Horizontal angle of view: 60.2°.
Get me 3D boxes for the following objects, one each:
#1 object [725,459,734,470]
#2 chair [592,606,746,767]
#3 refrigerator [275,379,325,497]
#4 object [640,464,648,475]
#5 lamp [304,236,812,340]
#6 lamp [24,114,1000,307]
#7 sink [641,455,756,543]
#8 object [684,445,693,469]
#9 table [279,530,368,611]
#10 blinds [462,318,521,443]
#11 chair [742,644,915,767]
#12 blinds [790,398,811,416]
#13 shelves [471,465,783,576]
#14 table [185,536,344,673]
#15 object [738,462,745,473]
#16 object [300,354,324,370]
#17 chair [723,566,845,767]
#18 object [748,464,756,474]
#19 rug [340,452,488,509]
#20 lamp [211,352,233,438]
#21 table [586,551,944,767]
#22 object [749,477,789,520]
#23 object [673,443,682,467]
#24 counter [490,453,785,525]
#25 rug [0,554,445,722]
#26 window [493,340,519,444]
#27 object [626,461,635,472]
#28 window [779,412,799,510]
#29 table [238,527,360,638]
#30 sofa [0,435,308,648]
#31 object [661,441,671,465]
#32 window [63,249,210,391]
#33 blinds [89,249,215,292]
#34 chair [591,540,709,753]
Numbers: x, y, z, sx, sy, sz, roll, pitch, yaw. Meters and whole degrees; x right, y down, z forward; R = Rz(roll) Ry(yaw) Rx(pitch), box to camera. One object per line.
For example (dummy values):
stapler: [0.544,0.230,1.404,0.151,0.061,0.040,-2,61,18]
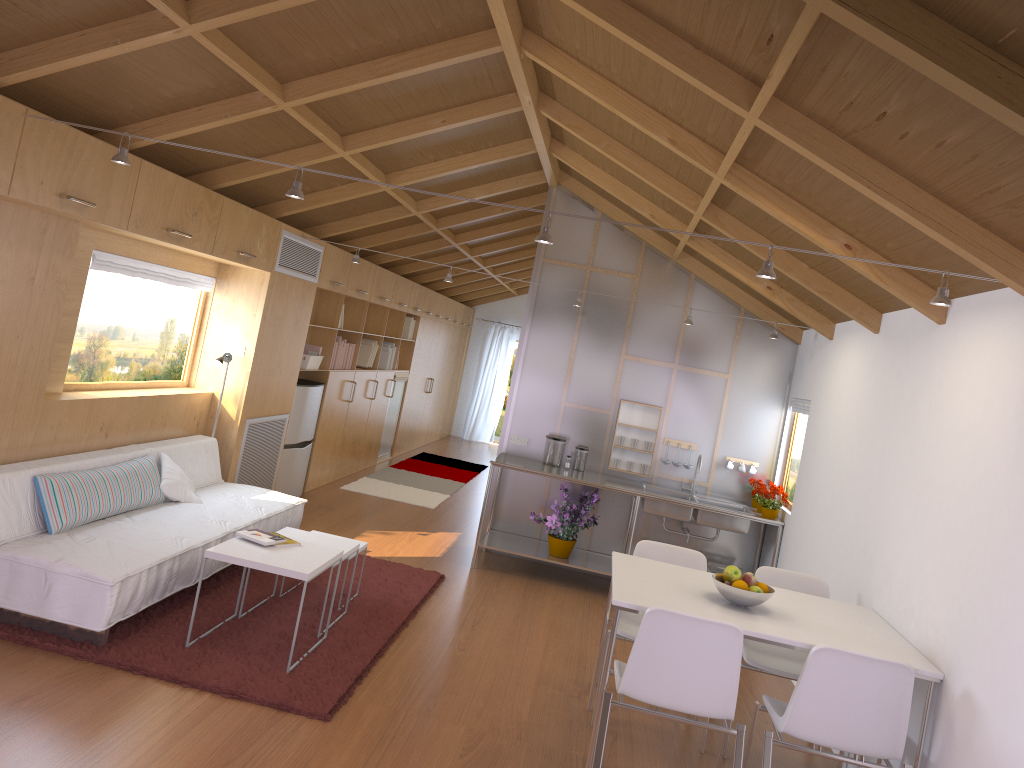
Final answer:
object: [1.677,0.618,6.798,0.059,0.080,0.062,11,-1,7]
chair: [0.607,1.210,3.335,0.532,0.788,0.545,11,-1,7]
refrigerator: [-1.878,0.470,7.513,0.262,0.989,0.711,11,-1,6]
object: [1.017,0.661,6.849,0.061,0.077,0.061,11,-1,-19]
lamp: [0.287,-0.680,6.436,3.834,0.153,0.072,11,-2,7]
lamp: [-0.068,-0.635,3.270,3.834,0.153,0.072,11,-2,7]
sink: [1.362,0.849,6.550,0.811,0.642,0.561,11,0,7]
object: [1.371,0.567,6.814,0.075,0.183,0.074,10,-2,38]
table: [-1.059,1.051,5.012,0.342,0.309,0.368,11,0,7]
blinds: [0.588,0.151,14.743,2.852,2.042,0.232,11,-2,6]
chair: [1.187,1.326,3.262,0.532,0.788,0.545,11,-1,7]
blinds: [2.106,0.163,6.410,0.048,0.111,0.723,11,2,6]
shelves: [0.826,1.153,6.565,2.096,0.755,0.630,11,-1,7]
table: [-1.143,0.999,4.160,0.486,0.439,0.523,11,0,7]
object: [1.768,0.638,6.781,0.059,0.081,0.062,11,-1,14]
object: [-1.763,-0.198,7.531,0.203,0.123,0.349,11,2,6]
chair: [1.289,1.313,4.163,0.532,0.788,0.545,11,-1,7]
object: [1.845,0.652,6.777,0.059,0.080,0.062,11,-1,7]
rug: [-0.978,1.055,10.172,0.918,0.011,3.711,11,2,6]
lamp: [-2.043,0.375,6.027,0.182,1.200,0.255,12,-2,-18]
table: [0.947,1.286,3.683,1.211,0.745,0.896,11,0,7]
object: [1.854,0.832,6.453,0.233,0.235,0.686,11,2,7]
object: [1.287,0.550,6.825,0.075,0.183,0.074,10,-2,38]
counter: [0.902,0.765,6.581,2.113,0.021,0.648,11,2,7]
rug: [-1.518,1.138,4.861,1.888,0.020,2.474,11,2,6]
window: [0.040,0.154,14.969,0.876,1.791,0.025,11,-2,7]
object: [0.916,0.641,6.862,0.061,0.077,0.061,11,-1,-19]
window: [2.080,0.510,6.391,0.026,0.797,0.722,11,0,6]
table: [-1.097,1.020,4.616,0.425,0.384,0.457,11,0,7]
sofa: [-1.914,0.744,4.820,0.864,0.630,2.348,11,2,6]
object: [1.203,0.533,6.835,0.075,0.183,0.074,10,-2,38]
window: [-2.303,-0.362,5.486,0.035,0.792,1.492,11,1,6]
blinds: [-2.189,-0.686,5.494,0.048,0.111,1.493,11,2,6]
chair: [0.708,1.197,4.235,0.532,0.788,0.545,11,-1,7]
